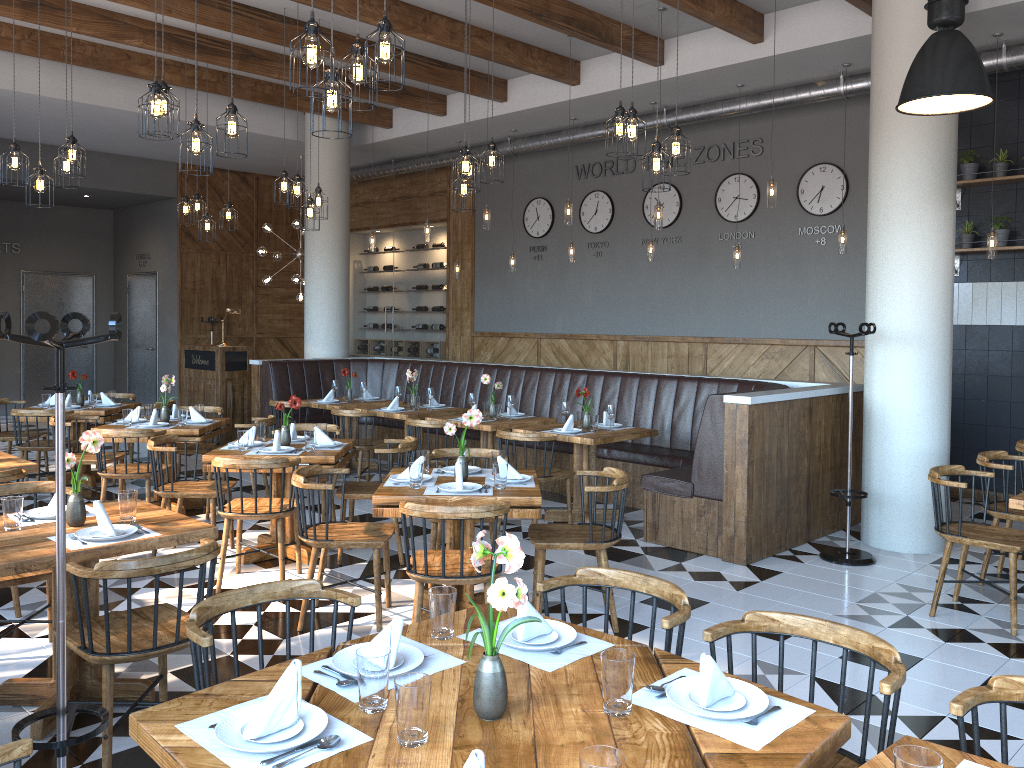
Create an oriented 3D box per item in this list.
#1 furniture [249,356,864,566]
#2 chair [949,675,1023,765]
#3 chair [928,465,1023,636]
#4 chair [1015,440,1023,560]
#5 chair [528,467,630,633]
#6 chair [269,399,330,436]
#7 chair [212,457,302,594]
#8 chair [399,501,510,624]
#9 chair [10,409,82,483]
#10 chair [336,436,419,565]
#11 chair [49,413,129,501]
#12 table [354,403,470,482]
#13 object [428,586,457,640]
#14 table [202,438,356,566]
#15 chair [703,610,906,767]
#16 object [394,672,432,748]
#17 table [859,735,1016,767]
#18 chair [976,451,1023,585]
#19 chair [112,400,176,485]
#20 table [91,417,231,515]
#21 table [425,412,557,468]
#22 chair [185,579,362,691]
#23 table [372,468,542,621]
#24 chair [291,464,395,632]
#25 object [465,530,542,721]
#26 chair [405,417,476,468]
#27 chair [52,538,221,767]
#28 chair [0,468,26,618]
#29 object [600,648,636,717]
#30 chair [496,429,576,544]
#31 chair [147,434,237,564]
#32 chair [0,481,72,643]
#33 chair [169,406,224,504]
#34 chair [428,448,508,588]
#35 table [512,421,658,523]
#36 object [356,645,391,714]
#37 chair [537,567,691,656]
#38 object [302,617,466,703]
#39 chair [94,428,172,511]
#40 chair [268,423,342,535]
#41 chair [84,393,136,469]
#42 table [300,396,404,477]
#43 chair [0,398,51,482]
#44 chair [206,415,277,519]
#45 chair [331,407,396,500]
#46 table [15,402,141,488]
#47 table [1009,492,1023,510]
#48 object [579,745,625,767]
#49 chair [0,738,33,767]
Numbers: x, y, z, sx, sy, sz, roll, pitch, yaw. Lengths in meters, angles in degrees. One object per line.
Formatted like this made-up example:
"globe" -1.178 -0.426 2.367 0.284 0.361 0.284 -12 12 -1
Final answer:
"furniture" -0.097 0.432 8.938 6.594 1.148 1.919 4 5 44
"chair" 1.171 1.118 1.842 0.520 0.816 0.550 3 3 44
"chair" 2.650 0.908 5.002 0.550 0.816 0.520 3 3 44
"chair" 3.860 0.831 6.246 0.550 0.816 0.520 3 3 44
"chair" 0.364 0.893 4.878 0.549 0.816 0.520 1 2 -1
"chair" -2.210 0.564 9.119 0.520 0.816 0.550 3 3 44
"chair" -1.562 0.831 5.479 0.519 0.816 0.550 1 2 -1
"chair" -0.272 0.933 4.225 0.519 0.816 0.550 1 2 -1
"chair" -4.251 0.617 8.092 0.519 0.816 0.550 1 2 -1
"chair" -0.926 0.791 6.132 0.549 0.816 0.520 1 2 -1
"chair" -3.548 0.673 7.410 0.549 0.816 0.520 1 2 -1
"table" -0.974 0.626 8.801 0.851 0.763 0.851 3 4 44
"object" -0.194 0.639 2.464 0.080 0.132 0.080 2 3 29
"table" -1.574 0.811 6.132 0.864 0.763 0.866 1 3 -1
"chair" 0.704 1.081 2.295 0.520 0.816 0.550 3 3 44
"object" -0.207 0.682 1.851 0.080 0.132 0.080 2 3 29
"table" 0.855 1.194 1.114 1.216 0.763 1.215 -2 5 -42
"chair" 3.254 0.870 5.624 0.550 0.816 0.520 3 3 44
"chair" -3.615 0.577 8.746 0.549 0.816 0.520 1 2 -1
"table" -2.907 0.705 7.428 0.864 0.763 0.866 1 3 -1
"table" -0.193 0.688 8.042 0.851 0.763 0.851 3 4 44
"chair" -0.640 1.048 2.562 0.550 0.816 0.520 3 3 44
"table" -0.284 0.913 4.878 0.864 0.763 0.866 1 3 -1
"chair" -0.925 0.881 4.860 0.549 0.816 0.520 1 2 -1
"object" -0.027 0.540 1.987 0.146 0.399 0.207 -1 3 -41
"chair" -0.630 0.690 7.583 0.520 0.816 0.550 3 3 44
"chair" -1.383 0.989 3.287 0.550 0.816 0.520 3 3 44
"chair" -2.961 0.864 4.821 0.550 0.816 0.520 3 3 44
"object" 0.238 0.676 2.002 0.080 0.132 0.080 2 3 29
"chair" 0.160 0.753 6.816 0.520 0.816 0.550 3 3 44
"chair" -2.215 0.779 6.114 0.549 0.816 0.520 1 2 -1
"chair" -2.319 0.915 4.196 0.550 0.816 0.520 3 3 44
"chair" -2.913 0.633 8.063 0.519 0.816 0.550 1 2 -1
"chair" -0.289 0.841 5.514 0.519 0.816 0.550 1 2 -1
"table" 0.598 0.751 7.273 0.851 0.763 0.851 3 4 44
"object" -0.314 0.670 2.007 0.080 0.132 0.080 2 3 29
"chair" 0.253 1.045 2.734 0.520 0.816 0.550 3 3 44
"object" -0.335 0.649 2.256 0.272 0.137 0.352 4 5 44
"chair" -2.895 0.725 6.775 0.519 0.816 0.550 1 2 -1
"chair" -1.579 0.739 6.768 0.519 0.816 0.550 1 2 -1
"chair" -4.290 0.524 9.390 0.519 0.816 0.550 1 2 -1
"table" -1.765 0.563 9.570 0.851 0.763 0.851 3 4 44
"chair" -4.904 0.565 8.728 0.549 0.816 0.520 1 2 -1
"chair" -2.259 0.685 7.428 0.549 0.816 0.520 1 2 -1
"chair" -1.420 0.627 8.351 0.520 0.816 0.550 3 3 44
"table" -4.255 0.597 8.738 0.864 0.763 0.866 1 3 -1
"table" 3.135 0.972 4.546 0.851 0.763 0.851 3 4 44
"object" 0.155 0.708 1.534 0.080 0.132 0.080 2 3 29
"chair" -0.797 1.112 1.647 0.520 0.816 0.550 3 3 44
